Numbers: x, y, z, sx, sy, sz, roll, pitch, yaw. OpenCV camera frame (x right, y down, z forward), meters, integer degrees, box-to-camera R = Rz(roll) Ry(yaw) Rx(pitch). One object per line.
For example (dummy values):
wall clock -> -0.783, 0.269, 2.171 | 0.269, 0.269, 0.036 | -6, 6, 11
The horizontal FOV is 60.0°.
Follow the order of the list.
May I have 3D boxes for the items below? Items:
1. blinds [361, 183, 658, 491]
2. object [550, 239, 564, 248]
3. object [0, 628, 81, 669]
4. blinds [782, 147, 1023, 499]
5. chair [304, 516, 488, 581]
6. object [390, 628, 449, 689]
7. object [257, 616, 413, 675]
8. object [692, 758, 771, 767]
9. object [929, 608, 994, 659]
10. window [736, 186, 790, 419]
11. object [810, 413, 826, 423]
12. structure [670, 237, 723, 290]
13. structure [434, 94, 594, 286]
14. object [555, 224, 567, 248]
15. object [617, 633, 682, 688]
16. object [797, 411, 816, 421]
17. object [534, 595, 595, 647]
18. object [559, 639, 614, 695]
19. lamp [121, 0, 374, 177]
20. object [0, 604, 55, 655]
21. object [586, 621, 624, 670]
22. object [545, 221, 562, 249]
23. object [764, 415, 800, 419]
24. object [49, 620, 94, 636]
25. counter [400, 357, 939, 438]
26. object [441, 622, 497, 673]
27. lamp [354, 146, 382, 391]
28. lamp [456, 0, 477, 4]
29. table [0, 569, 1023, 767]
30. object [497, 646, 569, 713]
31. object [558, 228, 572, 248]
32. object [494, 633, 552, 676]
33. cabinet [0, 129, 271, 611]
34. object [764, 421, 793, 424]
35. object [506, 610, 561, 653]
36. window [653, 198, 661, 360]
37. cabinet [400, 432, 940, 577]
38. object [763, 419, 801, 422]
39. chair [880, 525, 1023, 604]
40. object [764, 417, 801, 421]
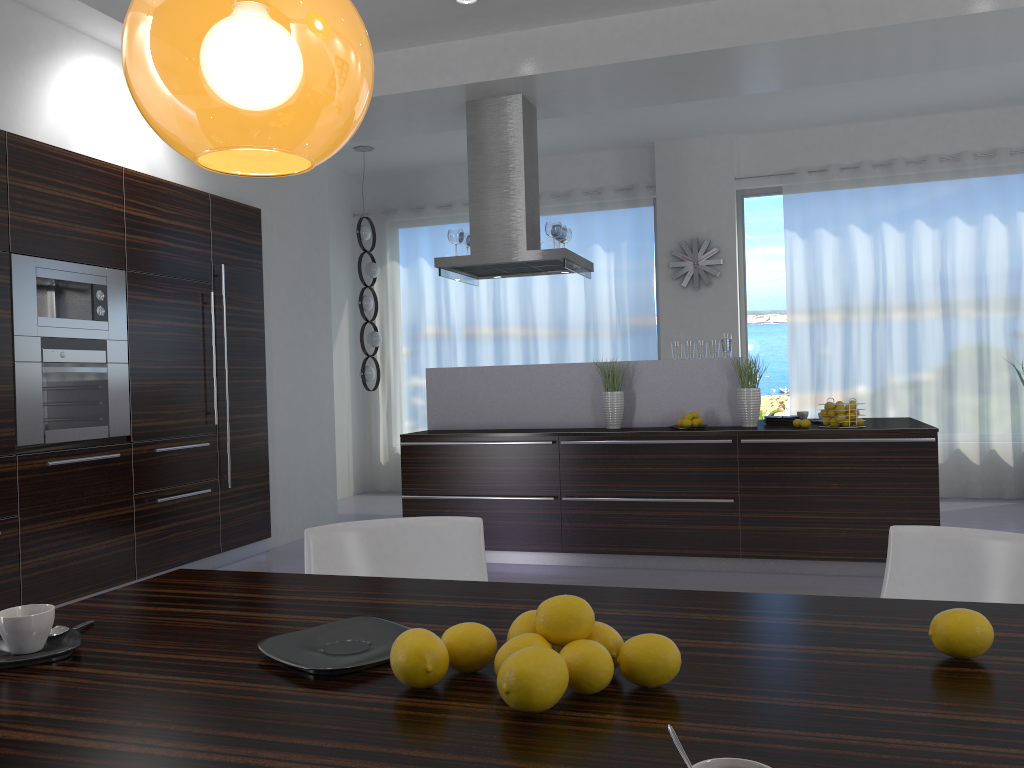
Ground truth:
blinds -> -0.098, -0.404, 9.317 | 3.245, 3.112, 0.120 | -2, 0, 18
object -> 0.365, -1.033, 6.901 | 0.137, 0.174, 0.137 | -2, 0, -17
object -> -0.765, 0.420, 1.399 | 0.154, 0.020, 0.154 | -2, 0, -26
blinds -> 3.966, -0.523, 8.024 | 2.830, 3.112, 0.120 | -2, 0, 18
chair -> -0.276, 0.790, 2.315 | 0.508, 0.805, 0.620 | -2, 0, -12
object -> -0.125, 0.371, 1.199 | 0.079, 0.077, 0.094 | -2, 0, -9
object -> -0.256, 0.405, 1.370 | 0.232, 0.020, 0.232 | -2, 0, -44
object -> 0.195, 0.362, 0.752 | 0.081, 0.064, 0.101 | -2, 0, 42
object -> 0.634, 0.352, 1.252 | 0.083, 0.068, 0.070 | -2, 0, 21
window -> 3.691, -0.702, 8.344 | 3.000, 2.500, 0.100 | -2, 0, 18
object -> 2.046, 0.222, 5.807 | 0.153, 0.069, 0.153 | -2, 0, -9
structure -> 1.781, -1.167, 8.589 | 0.505, 0.505, 0.076 | -2, 0, 18
structure -> 0.026, -1.420, 6.718 | 0.981, 1.231, 0.915 | -2, 0, 18
object -> 0.347, -1.054, 6.519 | 0.125, 0.221, 0.125 | -2, 0, 42
object -> 0.182, 0.366, 1.175 | 0.083, 0.068, 0.070 | -2, 0, 21
object -> 1.991, 0.223, 6.075 | 0.153, 0.069, 0.153 | -2, 0, -39
object -> 0.072, 0.324, 1.214 | 0.083, 0.068, 0.070 | -2, 0, 21
object -> 0.095, 0.369, 1.158 | 0.070, 0.068, 0.083 | -2, 0, -14
lamp -> -0.412, -1.313, 1.316 | 0.359, 1.974, 0.358 | -2, 0, 23
object -> -0.773, 0.389, 1.406 | 0.101, 0.064, 0.081 | -2, 0, 44
object -> 0.120, 0.368, 1.239 | 0.070, 0.068, 0.083 | -2, 0, -14
object -> 0.300, -1.052, 6.369 | 0.125, 0.221, 0.125 | -2, 0, 42
object -> 1.649, 0.164, 6.004 | 0.646, 0.147, 0.269 | -2, 0, 42
object -> -0.751, 0.412, 1.511 | 0.032, 0.028, 0.155 | -2, 0, -1
counter -> 1.017, 0.488, 6.068 | 3.291, 1.300, 1.302 | -2, 0, 18
object -> -0.063, 0.373, 1.257 | 0.083, 0.068, 0.070 | -2, 0, 21
lamp -> -1.410, -1.114, 8.662 | 0.180, 2.370, 0.367 | -2, 0, 11
lamp -> -0.270, -2.304, 5.274 | 0.132, 0.035, 0.132 | -2, 0, -10
table -> 0.049, 0.796, 1.205 | 2.046, 0.783, 1.127 | -2, 0, 18
object -> 0.027, 0.367, 1.102 | 0.094, 0.077, 0.079 | -2, 0, -29
object -> 0.392, -1.056, 6.659 | 0.125, 0.221, 0.125 | -2, 0, 42
object -> 0.016, 0.370, 1.183 | 0.081, 0.071, 0.069 | -2, 0, -5
cabinet -> -2.608, 0.003, 4.845 | 0.669, 2.500, 3.600 | -2, 0, 18
object -> 1.790, 0.254, 5.877 | 0.232, 0.020, 0.232 | -2, 0, 26
object -> 0.033, 0.365, 1.264 | 0.076, 0.080, 0.094 | -2, 0, 19
window -> 0.119, -0.599, 9.480 | 3.000, 2.500, 0.100 | -2, 0, 18
cabinet -> 1.019, 0.712, 6.059 | 3.285, 0.852, 1.377 | -2, 0, 18
object -> 1.790, 0.244, 5.877 | 0.232, 0.020, 0.232 | -2, 0, 26
chair -> 0.960, 0.754, 1.912 | 0.620, 0.805, 0.508 | -2, 0, -37
object -> 1.790, 0.234, 5.877 | 0.232, 0.020, 0.232 | -2, 0, 21
